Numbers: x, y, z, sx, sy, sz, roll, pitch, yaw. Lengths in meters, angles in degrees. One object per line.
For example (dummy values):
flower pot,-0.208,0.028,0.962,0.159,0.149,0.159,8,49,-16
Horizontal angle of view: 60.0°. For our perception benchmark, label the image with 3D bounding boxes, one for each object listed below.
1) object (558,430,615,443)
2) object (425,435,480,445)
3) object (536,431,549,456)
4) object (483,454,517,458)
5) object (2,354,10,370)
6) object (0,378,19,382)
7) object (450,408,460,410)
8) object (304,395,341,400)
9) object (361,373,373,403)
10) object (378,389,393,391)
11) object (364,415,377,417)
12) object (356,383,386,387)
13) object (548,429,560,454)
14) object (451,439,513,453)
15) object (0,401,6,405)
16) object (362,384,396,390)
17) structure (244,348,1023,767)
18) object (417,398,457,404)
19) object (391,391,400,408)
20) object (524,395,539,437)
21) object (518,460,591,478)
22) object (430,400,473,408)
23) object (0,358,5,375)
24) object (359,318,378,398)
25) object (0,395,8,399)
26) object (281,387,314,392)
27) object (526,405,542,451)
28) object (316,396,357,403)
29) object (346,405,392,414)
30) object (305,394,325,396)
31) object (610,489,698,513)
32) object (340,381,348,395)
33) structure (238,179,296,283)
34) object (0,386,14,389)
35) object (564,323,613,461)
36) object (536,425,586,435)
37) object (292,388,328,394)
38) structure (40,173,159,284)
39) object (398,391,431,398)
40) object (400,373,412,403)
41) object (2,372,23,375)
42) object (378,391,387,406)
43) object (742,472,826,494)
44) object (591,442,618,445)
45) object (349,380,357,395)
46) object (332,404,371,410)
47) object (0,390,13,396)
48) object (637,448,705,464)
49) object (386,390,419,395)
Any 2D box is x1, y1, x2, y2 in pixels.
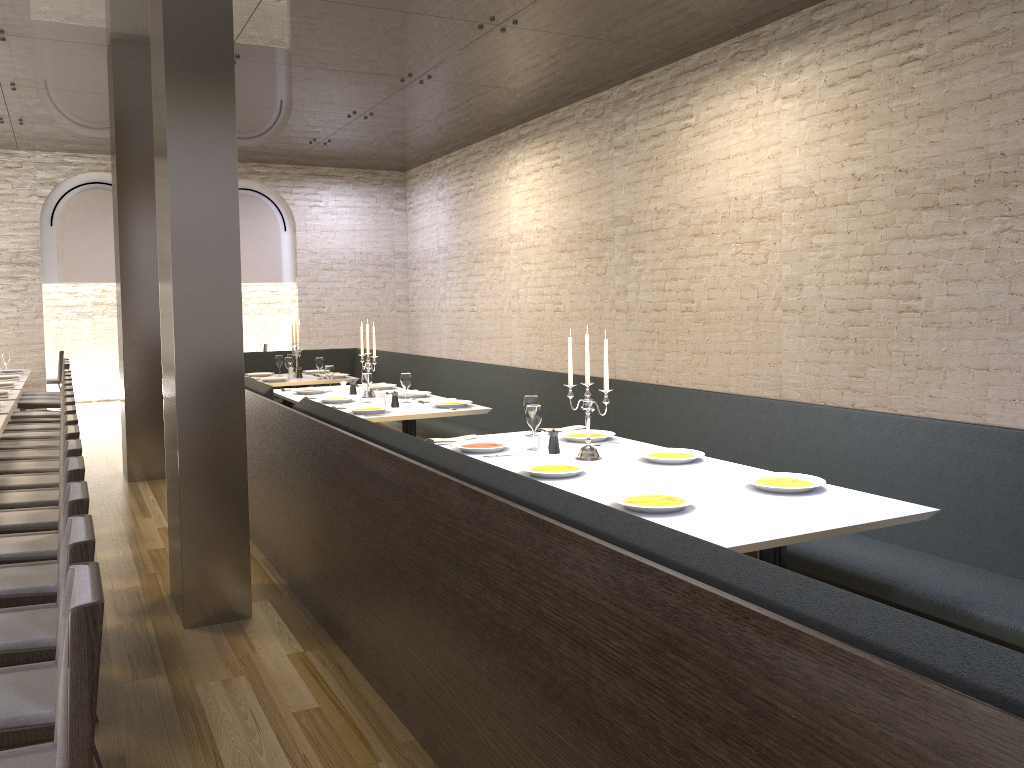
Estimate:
object,0.411,0.292,4.895,0.321,0.036,0.322,-2,5,-7
object,-0.330,0.306,4.895,0.273,0.033,0.143,-4,6,-27
object,0.152,0.297,4.422,0.069,0.126,0.069,-3,4,-33
object,-0.059,0.355,4.403,0.185,0.010,0.017,-4,5,-27
object,-6.451,-0.271,11.300,0.086,0.230,0.086,-1,3,3
object,-5.592,-0.041,9.768,0.273,0.033,0.143,-4,6,-27
object,-0.369,0.175,6.425,0.181,0.015,0.038,-3,5,-25
object,-1.572,0.111,7.342,0.273,0.033,0.143,-4,6,-27
object,-1.138,0.032,6.964,0.086,0.230,0.086,-3,3,-27
object,-1.130,0.051,7.925,0.181,0.015,0.038,-3,5,-25
object,-0.929,0.215,6.116,0.185,0.010,0.017,-4,5,-27
object,-1.347,0.010,8.419,0.273,0.033,0.143,-4,6,-27
object,0.211,0.291,4.479,0.069,0.126,0.069,-3,4,-33
object,-0.156,0.328,4.611,0.321,0.036,0.322,-2,5,-7
object,-4.219,0.174,7.065,0.322,0.036,0.322,4,7,41
object,-1.212,0.030,8.093,0.322,0.036,0.322,-4,6,-31
structure,-0.470,0.488,5.938,2.373,0.998,10.767,-3,6,-27
object,-0.586,0.133,6.919,0.273,0.033,0.143,-4,6,-27
object,-0.874,0.116,6.615,0.069,0.126,0.069,-1,3,5
object,0.111,0.183,5.068,0.086,0.230,0.087,-2,3,-15
object,0.188,0.383,3.933,0.322,0.036,0.322,3,7,39
object,-0.453,0.153,6.597,0.322,0.036,0.322,3,7,39
object,-5.941,-0.189,10.295,0.086,0.230,0.086,-1,3,3
object,-1.193,-0.217,7.350,0.131,0.655,0.391,-2,4,-16
object,-4.588,0.122,7.788,0.273,0.033,0.143,-4,6,-27
object,-1.960,0.048,8.108,0.273,0.033,0.143,-4,6,-27
object,0.115,0.226,4.592,0.086,0.230,0.087,-2,3,-15
object,-1.394,0.128,7.050,0.321,0.036,0.322,-2,5,-7
object,-1.019,0.188,6.313,0.322,0.036,0.322,-4,6,-29
object,-1.690,0.092,7.616,0.185,0.010,0.017,-4,5,-27
object,0.524,0.438,3.272,0.322,0.036,0.322,3,7,39
object,-1.445,0.036,7.600,0.069,0.126,0.069,-3,4,-33
structure,-4.359,-2.484,14.418,1.635,1.671,0.098,-3,3,-27
object,-5.093,0.040,8.784,0.273,0.033,0.143,-4,6,-27
object,0.366,0.035,4.280,0.131,0.655,0.391,-2,4,-16
object,0.284,0.267,5.205,0.273,0.033,0.143,-4,6,-27
object,-1.778,0.065,7.808,0.322,0.036,0.322,-4,6,-31
structure,-6.249,-2.365,13.461,1.635,1.671,0.098,-3,3,-27
object,-0.827,0.092,7.334,0.321,0.036,0.322,-2,5,-7
object,-0.826,0.031,6.914,0.086,0.230,0.086,0,3,15
object,-6.108,-0.124,10.784,0.273,0.033,0.143,-4,6,-27
object,-0.969,0.117,6.622,0.069,0.126,0.069,-1,3,-4
object,1.091,0.402,3.556,0.322,0.036,0.322,3,7,39
object,0.501,0.315,4.712,0.181,0.015,0.038,-3,5,-25
object,-1.370,0.032,7.634,0.069,0.126,0.069,-3,4,-33
object,-1.199,0.171,6.608,0.273,0.033,0.143,-4,6,-27
object,-4.749,0.088,8.109,0.322,0.036,0.322,4,7,41
object,0.755,0.348,4.218,0.322,0.036,0.322,3,7,39
object,-0.958,0.073,7.653,0.273,0.033,0.143,-4,6,-27
